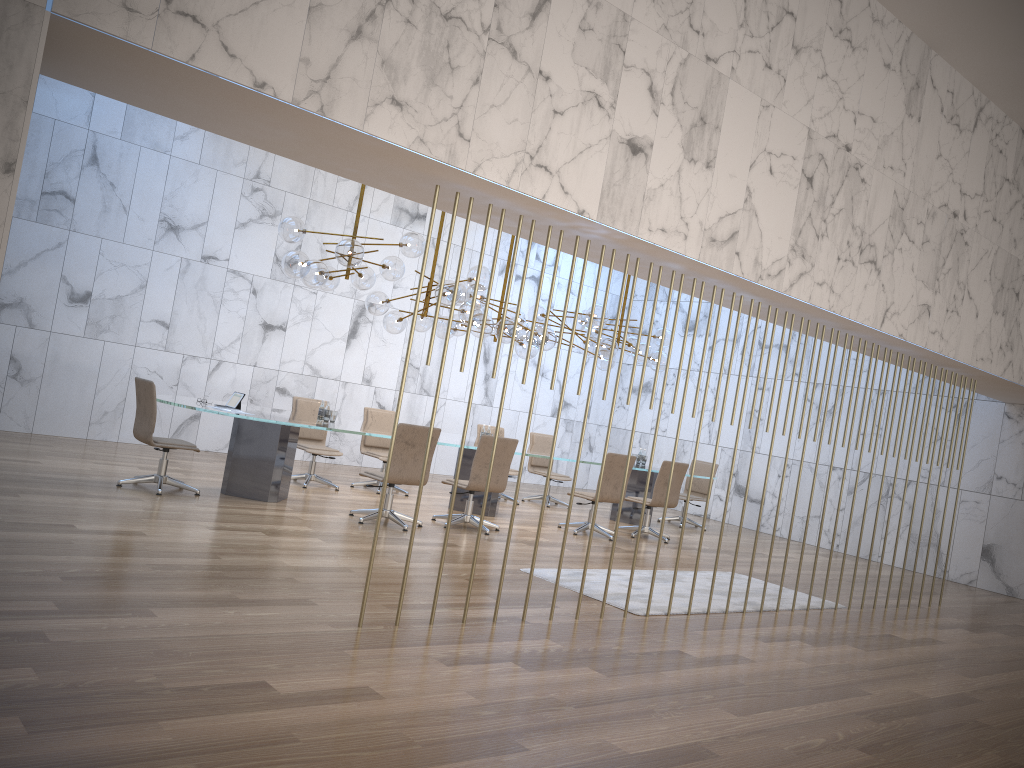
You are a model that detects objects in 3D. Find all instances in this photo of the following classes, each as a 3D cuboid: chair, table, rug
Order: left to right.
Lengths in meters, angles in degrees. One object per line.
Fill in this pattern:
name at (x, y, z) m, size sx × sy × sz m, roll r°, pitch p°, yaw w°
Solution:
chair at (-3.230, 0.484, 8.251) m, size 0.697 × 1.000 × 0.726 m, roll 11°, pitch -2°, yaw -40°
chair at (-2.327, 0.697, 10.484) m, size 0.726 × 1.000 × 0.697 m, roll 11°, pitch -2°, yaw -41°
chair at (-1.587, 0.841, 11.122) m, size 0.726 × 1.000 × 0.697 m, roll 11°, pitch -2°, yaw -41°
chair at (-1.124, 0.859, 8.581) m, size 0.726 × 1.000 × 0.697 m, roll 11°, pitch -2°, yaw -40°
chair at (-0.375, 1.005, 9.226) m, size 0.726 × 1.000 × 0.697 m, roll 11°, pitch -2°, yaw -40°
table at (-0.399, 1.115, 10.690) m, size 7.924 × 0.835 × 2.092 m, roll 11°, pitch -2°, yaw -40°
chair at (-0.204, 1.111, 12.314) m, size 0.726 × 1.000 × 0.697 m, roll 11°, pitch -2°, yaw -41°
chair at (0.546, 1.258, 12.960) m, size 0.726 × 1.000 × 0.697 m, roll 11°, pitch -2°, yaw -41°
chair at (1.011, 1.276, 10.421) m, size 0.726 × 1.000 × 0.697 m, roll 11°, pitch -2°, yaw -40°
chair at (1.755, 1.422, 11.063) m, size 0.726 × 1.000 × 0.697 m, roll 11°, pitch -2°, yaw -40°
chair at (2.653, 1.633, 13.312) m, size 0.697 × 1.000 × 0.726 m, roll 11°, pitch -2°, yaw -40°
rug at (1.605, 1.808, 7.826) m, size 3.025 × 0.034 × 1.320 m, roll 11°, pitch -2°, yaw -41°

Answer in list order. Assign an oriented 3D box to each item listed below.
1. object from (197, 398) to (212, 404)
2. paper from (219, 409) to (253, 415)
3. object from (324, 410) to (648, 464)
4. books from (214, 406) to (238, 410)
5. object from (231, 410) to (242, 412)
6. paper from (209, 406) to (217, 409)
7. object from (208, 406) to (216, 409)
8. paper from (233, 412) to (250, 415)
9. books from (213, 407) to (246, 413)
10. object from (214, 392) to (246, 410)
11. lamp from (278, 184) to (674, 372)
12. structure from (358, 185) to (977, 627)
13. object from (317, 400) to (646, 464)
object at (-3.036, 0.166, 8.767) m, size 0.134 × 0.037 × 0.096 m, roll 9°, pitch -2°, yaw 28°
paper at (-2.525, 0.257, 8.129) m, size 0.210 × 0.001 × 0.290 m, roll 9°, pitch -2°, yaw 43°
object at (-0.065, 0.695, 10.875) m, size 5.112 × 0.117 × 0.183 m, roll 11°, pitch -2°, yaw -40°
books at (-2.661, 0.228, 8.287) m, size 0.205 × 0.012 × 0.126 m, roll 11°, pitch -2°, yaw -43°
object at (-2.532, 0.246, 8.170) m, size 0.011 × 0.011 × 0.158 m, roll 9°, pitch -2°, yaw 25°
paper at (-2.682, 0.234, 8.300) m, size 0.290 × 0.001 × 0.210 m, roll 11°, pitch -2°, yaw -42°
object at (-2.682, 0.235, 8.300) m, size 0.290 × 0.001 × 0.210 m, roll 11°, pitch -2°, yaw -42°
paper at (-2.525, 0.258, 8.129) m, size 0.210 × 0.001 × 0.290 m, roll 9°, pitch -2°, yaw 42°
books at (-2.615, 0.239, 8.209) m, size 0.239 × 0.012 × 0.205 m, roll 9°, pitch -2°, yaw 37°
object at (-2.760, 0.150, 8.655) m, size 0.205 × 0.159 × 0.255 m, roll 11°, pitch -2°, yaw -40°
lamp at (-0.007, -1.672, 10.683) m, size 5.672 × 2.716 × 1.557 m, roll 11°, pitch -2°, yaw -40°
structure at (2.080, 0.641, 7.178) m, size 7.223 × 2.456 × 0.023 m, roll 11°, pitch -2°, yaw -40°
object at (-0.077, 0.645, 10.922) m, size 5.189 × 0.213 × 0.124 m, roll 11°, pitch -2°, yaw -40°
